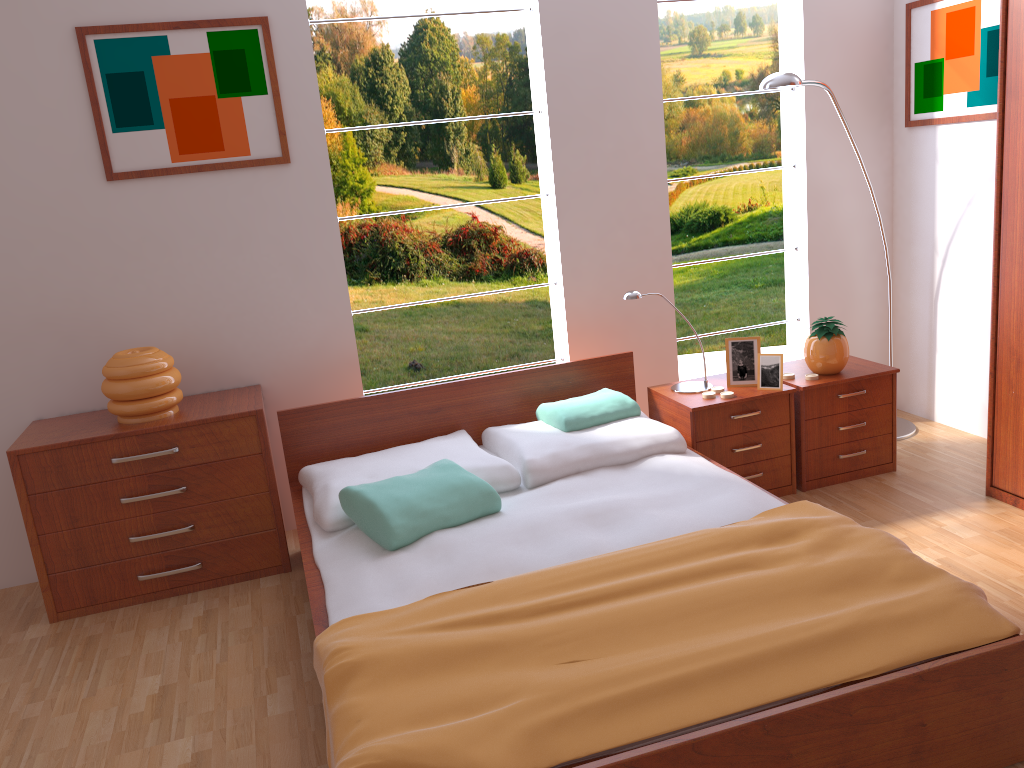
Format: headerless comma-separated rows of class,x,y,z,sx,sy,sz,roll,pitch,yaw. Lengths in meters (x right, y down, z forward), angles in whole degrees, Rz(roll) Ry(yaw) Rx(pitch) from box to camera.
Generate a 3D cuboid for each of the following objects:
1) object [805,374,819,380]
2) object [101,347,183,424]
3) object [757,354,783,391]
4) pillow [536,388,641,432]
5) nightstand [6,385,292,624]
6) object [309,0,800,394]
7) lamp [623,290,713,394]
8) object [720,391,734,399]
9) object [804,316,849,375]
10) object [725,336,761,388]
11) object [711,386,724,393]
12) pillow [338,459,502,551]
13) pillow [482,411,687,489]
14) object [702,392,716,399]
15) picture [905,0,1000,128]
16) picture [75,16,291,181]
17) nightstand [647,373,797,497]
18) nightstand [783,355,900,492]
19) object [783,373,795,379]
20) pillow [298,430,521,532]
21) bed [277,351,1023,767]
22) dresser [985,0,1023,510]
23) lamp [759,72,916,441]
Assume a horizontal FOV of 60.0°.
object,1.167,-0.026,3.451,0.049,0.018,0.049,-14,16,-28
object,-1.306,0.000,3.133,0.264,0.244,0.264,-6,14,1
object,0.976,-0.046,3.351,0.094,0.137,0.027,2,16,29
pillow,0.284,0.107,3.361,0.322,0.116,0.276,-11,15,-18
nightstand,-1.277,0.414,3.235,0.815,0.626,0.428,-10,15,-15
object,0.320,-1.001,3.745,2.205,1.815,0.033,-10,15,-15
lamp,0.612,-0.168,3.405,0.337,0.421,0.163,-13,16,-27
object,0.808,0.043,3.328,0.049,0.018,0.049,-14,16,-28
object,1.240,-0.152,3.499,0.169,0.223,0.170,-16,17,-35
object,0.896,-0.084,3.431,0.131,0.191,0.037,-2,15,14
object,0.791,0.024,3.407,0.049,0.018,0.049,-14,16,-28
pillow,-0.286,0.365,2.770,0.425,0.164,0.334,-17,18,-38
pillow,0.260,0.217,3.300,0.630,0.182,0.574,-10,15,-17
object,0.745,0.043,3.351,0.049,0.018,0.049,-14,16,-28
picture,1.835,-1.331,3.602,0.030,0.517,0.645,-10,15,-15
picture,-1.165,-1.026,3.188,0.645,0.517,0.030,-10,15,-15
nightstand,0.831,0.228,3.513,0.439,0.442,0.377,-10,15,-15
nightstand,1.273,0.152,3.633,0.439,0.442,0.377,-10,15,-15
object,1.090,-0.030,3.499,0.049,0.018,0.049,-14,16,-28
pillow,-0.383,0.334,3.105,0.682,0.157,0.574,-11,15,-21
bed,0.195,0.443,2.615,1.632,0.560,1.990,-10,15,-15
dresser,2.145,-0.374,2.142,0.487,2.004,2.017,-10,15,-15
lamp,1.427,-0.504,3.767,0.799,1.603,0.387,-19,19,-41
